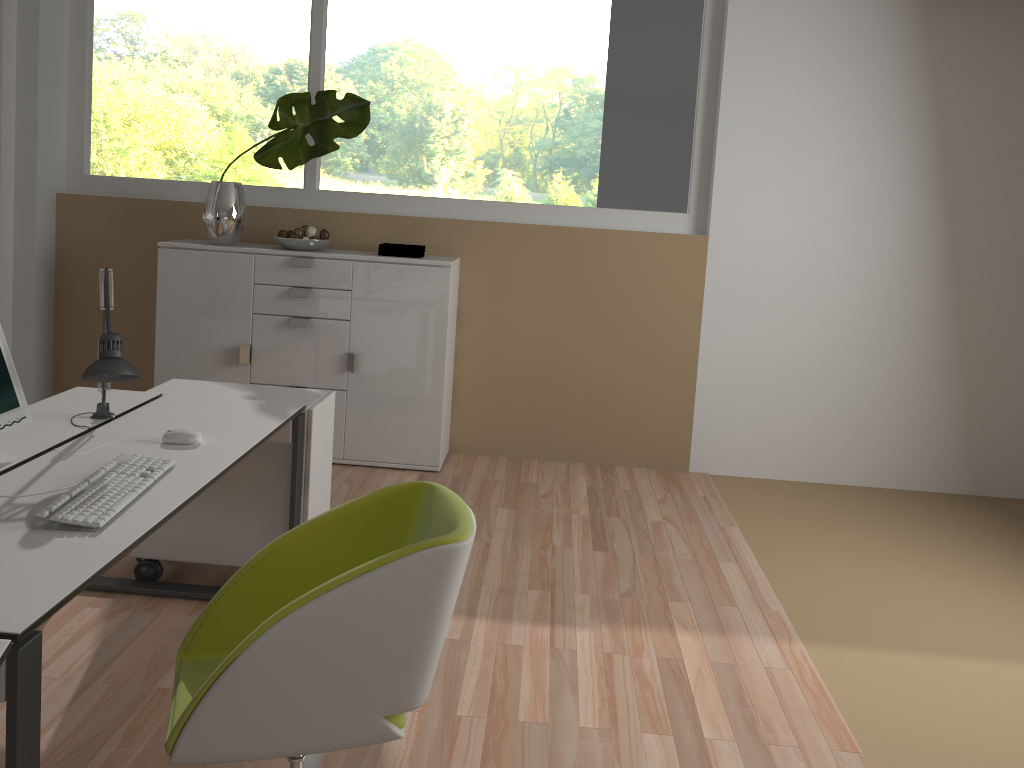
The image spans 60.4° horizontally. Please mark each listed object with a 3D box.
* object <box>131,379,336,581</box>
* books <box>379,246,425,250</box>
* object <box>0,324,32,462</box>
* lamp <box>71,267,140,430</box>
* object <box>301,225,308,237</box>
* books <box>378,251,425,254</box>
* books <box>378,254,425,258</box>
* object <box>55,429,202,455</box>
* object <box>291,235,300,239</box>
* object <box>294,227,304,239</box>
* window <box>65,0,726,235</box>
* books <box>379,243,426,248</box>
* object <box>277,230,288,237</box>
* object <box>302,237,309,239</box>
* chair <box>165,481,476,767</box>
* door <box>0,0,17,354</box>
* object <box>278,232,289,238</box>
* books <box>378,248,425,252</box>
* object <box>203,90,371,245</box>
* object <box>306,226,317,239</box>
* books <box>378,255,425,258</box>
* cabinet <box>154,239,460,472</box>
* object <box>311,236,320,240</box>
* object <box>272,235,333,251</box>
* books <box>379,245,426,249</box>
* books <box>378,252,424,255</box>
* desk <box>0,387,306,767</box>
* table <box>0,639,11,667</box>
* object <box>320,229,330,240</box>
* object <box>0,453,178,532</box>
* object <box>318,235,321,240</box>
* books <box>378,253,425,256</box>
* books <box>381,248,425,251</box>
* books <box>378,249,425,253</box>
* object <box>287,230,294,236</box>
[{"bbox_3d":[-1.000,0.366,3.189,0.622,0.668,0.312,4,6,3],"label":"object"},{"bbox_3d":[-0.580,-0.722,4.650,0.222,0.007,0.160,4,12,2],"label":"books"},{"bbox_3d":[-1.366,-0.005,2.101,0.197,0.425,0.473,4,9,2],"label":"object"},{"bbox_3d":[-1.155,-0.043,2.469,0.140,0.522,0.547,0,9,-32],"label":"lamp"},{"bbox_3d":[-1.106,-0.817,4.709,0.053,0.070,0.053,5,8,9],"label":"object"},{"bbox_3d":[-0.581,-0.700,4.650,0.222,0.006,0.160,4,12,2],"label":"books"},{"bbox_3d":[-0.583,-0.683,4.651,0.222,0.006,0.160,4,12,2],"label":"books"},{"bbox_3d":[-1.044,0.176,2.402,0.370,0.079,0.143,0,11,-18],"label":"object"},{"bbox_3d":[-1.122,-0.741,4.559,0.056,0.064,0.052,6,8,15],"label":"object"},{"bbox_3d":[-1.114,-0.787,4.601,0.053,0.063,0.056,2,8,-13],"label":"object"},{"bbox_3d":[-0.677,-1.831,4.860,3.634,1.778,0.046,4,5,3],"label":"window"},{"bbox_3d":[-0.577,-0.732,4.647,0.222,0.006,0.160,4,12,2],"label":"books"},{"bbox_3d":[-1.215,-0.785,4.668,0.056,0.064,0.053,1,8,-18],"label":"object"},{"bbox_3d":[-1.078,-0.736,4.594,0.055,0.065,0.053,3,8,-7],"label":"object"},{"bbox_3d":[-0.393,0.641,1.754,0.598,0.800,0.631,1,8,-22],"label":"chair"},{"bbox_3d":[-2.727,-0.933,4.144,0.045,2.616,1.203,4,6,2],"label":"door"},{"bbox_3d":[-1.201,-0.767,4.617,0.056,0.060,0.055,-4,11,-43],"label":"object"},{"bbox_3d":[-0.581,-0.711,4.648,0.222,0.006,0.160,4,12,4],"label":"books"},{"bbox_3d":[-1.175,-1.137,4.637,0.858,0.835,0.268,4,6,0],"label":"object"},{"bbox_3d":[-1.054,-0.794,4.617,0.056,0.066,0.052,8,9,26],"label":"object"},{"bbox_3d":[-0.584,-0.678,4.651,0.222,0.007,0.160,4,12,2],"label":"books"},{"bbox_3d":[-1.088,-0.172,4.692,1.523,1.072,0.422,4,6,3],"label":"cabinet"},{"bbox_3d":[-1.026,-0.743,4.600,0.054,0.063,0.057,1,9,-20],"label":"object"},{"bbox_3d":[-1.107,-0.743,4.653,0.314,0.063,0.319,-4,14,-32],"label":"object"},{"bbox_3d":[-0.578,-0.726,4.646,0.222,0.007,0.160,4,12,2],"label":"books"},{"bbox_3d":[-0.584,-0.695,4.650,0.222,0.006,0.160,4,12,1],"label":"books"},{"bbox_3d":[-1.166,0.541,2.247,0.804,0.676,1.628,4,11,2],"label":"desk"},{"bbox_3d":[-1.144,0.796,1.047,0.925,0.679,0.824,4,9,0],"label":"table"},{"bbox_3d":[-0.983,-0.779,4.614,0.053,0.067,0.053,5,8,10],"label":"object"},{"bbox_3d":[-1.049,0.253,2.038,0.387,0.079,0.464,3,12,-2],"label":"object"},{"bbox_3d":[-1.006,-0.758,4.658,0.052,0.065,0.057,2,8,-13],"label":"object"},{"bbox_3d":[-0.583,-0.689,4.651,0.222,0.006,0.160,4,12,2],"label":"books"},{"bbox_3d":[-0.580,-0.717,4.651,0.222,0.007,0.160,4,12,2],"label":"books"},{"bbox_3d":[-0.580,-0.705,4.649,0.222,0.006,0.160,4,12,2],"label":"books"},{"bbox_3d":[-1.190,-0.792,4.716,0.054,0.063,0.057,-2,10,-38],"label":"object"}]
